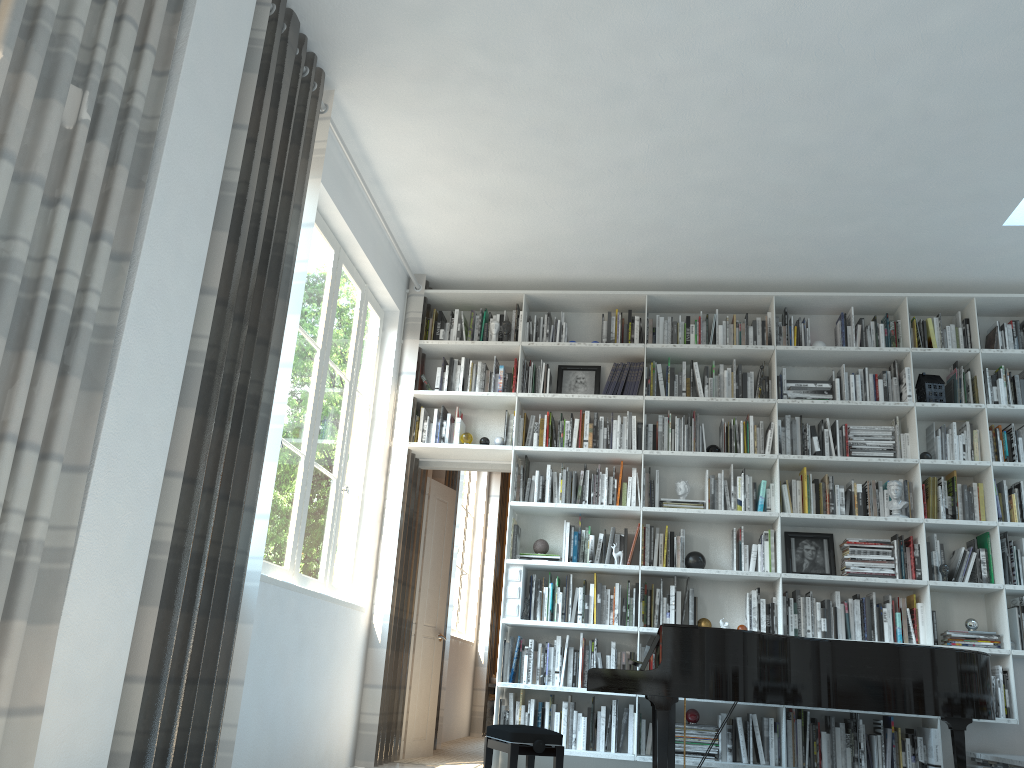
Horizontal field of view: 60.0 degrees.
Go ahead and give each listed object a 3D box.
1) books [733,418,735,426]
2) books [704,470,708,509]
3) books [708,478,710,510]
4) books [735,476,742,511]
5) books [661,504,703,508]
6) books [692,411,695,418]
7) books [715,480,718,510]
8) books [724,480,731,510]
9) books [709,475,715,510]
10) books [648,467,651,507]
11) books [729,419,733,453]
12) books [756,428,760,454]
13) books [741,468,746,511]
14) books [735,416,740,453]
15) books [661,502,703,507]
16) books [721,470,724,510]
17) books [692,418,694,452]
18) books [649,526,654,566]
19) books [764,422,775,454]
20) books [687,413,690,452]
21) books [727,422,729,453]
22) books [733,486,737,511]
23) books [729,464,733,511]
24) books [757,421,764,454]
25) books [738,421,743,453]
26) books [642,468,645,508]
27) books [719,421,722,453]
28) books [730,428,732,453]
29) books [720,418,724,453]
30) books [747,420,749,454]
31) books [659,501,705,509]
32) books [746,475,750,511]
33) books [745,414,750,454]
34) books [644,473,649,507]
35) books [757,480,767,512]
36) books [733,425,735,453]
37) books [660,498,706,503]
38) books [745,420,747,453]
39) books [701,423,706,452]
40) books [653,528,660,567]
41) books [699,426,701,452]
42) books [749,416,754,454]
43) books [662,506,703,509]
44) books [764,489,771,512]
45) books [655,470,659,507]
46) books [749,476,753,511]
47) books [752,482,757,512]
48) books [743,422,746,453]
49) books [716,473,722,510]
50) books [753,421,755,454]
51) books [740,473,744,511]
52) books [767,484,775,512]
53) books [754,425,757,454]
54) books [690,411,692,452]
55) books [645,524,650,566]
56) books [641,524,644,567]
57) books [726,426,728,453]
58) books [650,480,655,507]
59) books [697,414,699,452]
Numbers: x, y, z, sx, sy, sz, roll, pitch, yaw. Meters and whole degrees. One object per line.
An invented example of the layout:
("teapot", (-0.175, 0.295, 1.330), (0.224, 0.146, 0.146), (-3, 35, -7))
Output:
("books", (1.459, 0.375, 5.842), (0.005, 0.274, 0.157), (1, -18, 8))
("books", (1.260, 0.713, 5.747), (0.012, 0.284, 0.160), (1, -18, 8))
("books", (1.270, 0.743, 5.750), (0.010, 0.231, 0.155), (1, -19, 8))
("books", (1.458, 0.736, 5.712), (0.028, 0.246, 0.170), (1, -19, 8))
("books", (1.099, 0.805, 5.743), (0.254, 0.012, 0.161), (3, -19, 4))
("books", (1.205, 0.354, 5.894), (0.005, 0.315, 0.157), (1, -18, 8))
("books", (1.318, 0.750, 5.752), (0.024, 0.226, 0.138), (1, -19, 8))
("books", (1.386, 0.749, 5.731), (0.048, 0.224, 0.150), (1, -19, 8))
("books", (1.288, 0.730, 5.732), (0.030, 0.246, 0.175), (1, -19, 8))
("books", (0.901, 0.708, 5.828), (0.011, 0.297, 0.136), (1, -18, 8))
("books", (1.447, 0.382, 5.852), (0.009, 0.266, 0.150), (1, -18, 8))
("books", (1.605, 0.409, 5.814), (0.024, 0.215, 0.142), (1, -19, 8))
("books", (1.490, 0.710, 5.715), (0.011, 0.299, 0.179), (1, -19, 8))
("books", (1.480, 0.373, 5.851), (0.033, 0.286, 0.155), (1, -18, 8))
("books", (1.101, 0.795, 5.751), (0.254, 0.012, 0.161), (2, -19, 5))
("books", (1.356, 0.714, 5.730), (0.012, 0.285, 0.168), (1, -19, 8))
("books", (1.194, 0.375, 5.874), (0.010, 0.261, 0.158), (1, -19, 8))
("books", (0.894, 1.061, 5.692), (0.026, 0.274, 0.155), (1, -18, 8))
("books", (1.667, 0.390, 5.779), (0.064, 0.236, 0.209), (1, -19, 8))
("books", (1.168, 0.359, 5.877), (0.011, 0.290, 0.177), (1, -19, 8))
("books", (1.415, 0.386, 5.822), (0.005, 0.235, 0.179), (1, -19, 8))
("books", (1.432, 0.768, 5.725), (0.025, 0.188, 0.140), (1, -19, 8))
("books", (1.417, 0.697, 5.735), (0.010, 0.328, 0.174), (1, -18, 8))
("books", (1.628, 0.387, 5.809), (0.022, 0.256, 0.155), (1, -19, 8))
("books", (1.496, 0.383, 5.809), (0.013, 0.243, 0.189), (1, -19, 8))
("books", (0.865, 0.710, 5.820), (0.012, 0.284, 0.160), (1, -18, 8))
("books", (1.380, 0.386, 5.858), (0.005, 0.253, 0.161), (1, -19, 8))
("books", (1.434, 0.411, 5.835), (0.011, 0.199, 0.163), (1, -19, 8))
("books", (1.390, 0.379, 5.867), (0.012, 0.275, 0.129), (1, -18, 8))
("books", (1.540, 0.386, 5.821), (0.006, 0.252, 0.181), (1, -19, 8))
("books", (1.102, 0.785, 5.757), (0.285, 0.012, 0.160), (1, -19, 10))
("books", (1.506, 0.731, 5.707), (0.023, 0.259, 0.171), (1, -19, 8))
("books", (1.548, 0.363, 5.830), (0.006, 0.302, 0.166), (1, -18, 8))
("books", (0.881, 0.721, 5.808), (0.024, 0.256, 0.134), (1, -18, 8))
("books", (1.593, 0.747, 5.686), (0.060, 0.226, 0.179), (1, -19, 8))
("books", (1.449, 0.396, 5.813), (0.006, 0.215, 0.181), (1, -19, 8))
("books", (1.102, 0.772, 5.756), (0.285, 0.012, 0.160), (3, -19, 5))
("books", (1.536, 0.382, 5.829), (0.004, 0.264, 0.142), (1, -18, 8))
("books", (1.267, 0.393, 5.864), (0.031, 0.231, 0.148), (1, -19, 8))
("books", (0.923, 1.065, 5.680), (0.036, 0.262, 0.167), (1, -19, 8))
("books", (1.244, 0.402, 5.875), (0.012, 0.217, 0.151), (1, -19, 8))
("books", (1.562, 0.372, 5.821), (0.022, 0.283, 0.190), (1, -19, 8))
("books", (1.099, 0.818, 5.741), (0.254, 0.012, 0.161), (3, -19, 5))
("books", (1.637, 0.776, 5.689), (0.027, 0.180, 0.142), (1, -19, 8))
("books", (0.948, 0.713, 5.803), (0.021, 0.277, 0.137), (1, -18, 8))
("books", (1.531, 0.739, 5.722), (0.022, 0.255, 0.152), (1, -19, 8))
("books", (1.553, 0.758, 5.713), (0.026, 0.218, 0.150), (1, -19, 8))
("books", (1.525, 0.387, 5.829), (0.017, 0.252, 0.140), (1, -18, 8))
("books", (1.340, 0.726, 5.741), (0.022, 0.266, 0.152), (1, -18, 8))
("books", (1.578, 0.387, 5.821), (0.010, 0.256, 0.140), (1, -18, 8))
("books", (1.476, 0.724, 5.703), (0.012, 0.264, 0.193), (1, -19, 8))
("books", (1.665, 0.760, 5.693), (0.026, 0.216, 0.127), (1, -19, 8))
("books", (1.588, 0.402, 5.819), (0.011, 0.229, 0.166), (1, -19, 8))
("books", (1.190, 0.350, 5.891), (0.004, 0.319, 0.153), (1, -18, 8))
("books", (0.868, 1.054, 5.693), (0.025, 0.283, 0.146), (1, -18, 8))
("books", (0.840, 1.056, 5.706), (0.012, 0.284, 0.160), (1, -18, 8))
("books", (1.408, 0.404, 5.845), (0.013, 0.215, 0.150), (1, -19, 8))
("books", (0.919, 0.747, 5.801), (0.034, 0.209, 0.137), (1, -19, 8))
("books", (1.223, 0.360, 5.863), (0.011, 0.286, 0.189), (1, -19, 8))
